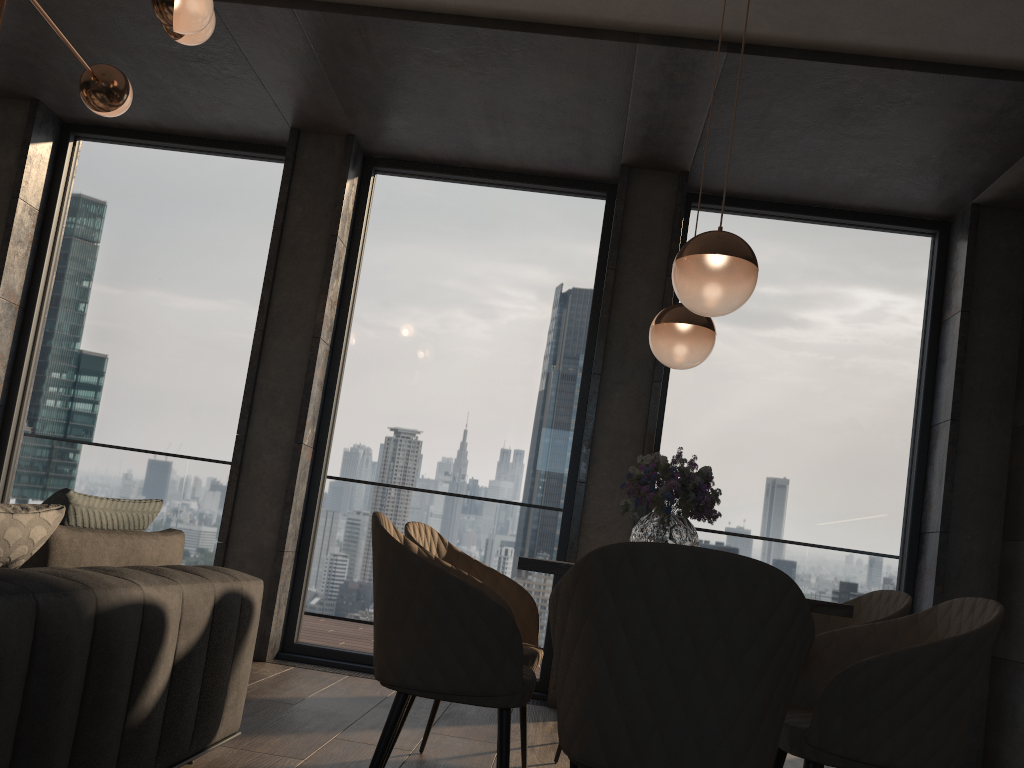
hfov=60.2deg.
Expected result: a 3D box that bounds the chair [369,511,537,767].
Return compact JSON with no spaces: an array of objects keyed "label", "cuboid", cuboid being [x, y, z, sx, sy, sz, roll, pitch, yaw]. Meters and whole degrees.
[{"label":"chair","cuboid":[-0.189,0.801,2.436,0.510,0.828,0.561,8,-7,-1]}]

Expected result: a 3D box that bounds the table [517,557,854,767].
[{"label":"table","cuboid":[0.385,0.973,2.719,0.768,0.761,1.486,8,-10,5]}]

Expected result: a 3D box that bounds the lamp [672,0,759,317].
[{"label":"lamp","cuboid":[0.666,-0.946,2.559,0.240,1.529,0.240,10,-6,-20]}]

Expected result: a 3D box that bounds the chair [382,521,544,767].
[{"label":"chair","cuboid":[-0.155,0.922,3.044,0.509,0.828,0.562,7,-7,14]}]

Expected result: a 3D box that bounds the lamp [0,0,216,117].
[{"label":"lamp","cuboid":[-1.463,-1.458,2.836,1.020,1.027,1.473,11,-9,-19]}]

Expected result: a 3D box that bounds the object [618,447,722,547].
[{"label":"object","cuboid":[0.498,0.399,2.763,0.330,0.405,0.299,12,-8,-25]}]

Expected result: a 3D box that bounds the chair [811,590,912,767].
[{"label":"chair","cuboid":[0.985,1.068,2.940,0.510,0.828,0.561,8,-7,-1]}]

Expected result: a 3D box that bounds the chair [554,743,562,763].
[{"label":"chair","cuboid":[0.448,1.122,3.633,0.554,0.828,0.516,7,-7,9]}]

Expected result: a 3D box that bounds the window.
[{"label":"window","cuboid":[-1.287,0.071,5.207,7.256,2.974,0.201,8,-6,4]}]

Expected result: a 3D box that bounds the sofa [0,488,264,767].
[{"label":"sofa","cuboid":[-2.298,0.441,2.020,2.907,0.776,2.050,8,-10,4]}]

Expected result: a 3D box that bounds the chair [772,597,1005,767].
[{"label":"chair","cuboid":[0.924,0.936,2.296,0.510,0.828,0.561,8,-7,4]}]

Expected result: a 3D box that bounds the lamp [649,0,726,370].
[{"label":"lamp","cuboid":[0.708,-0.807,3.254,0.238,1.529,0.242,7,-6,10]}]

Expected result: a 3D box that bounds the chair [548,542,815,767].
[{"label":"chair","cuboid":[0.308,0.755,1.813,0.554,0.828,0.516,7,-7,9]}]
